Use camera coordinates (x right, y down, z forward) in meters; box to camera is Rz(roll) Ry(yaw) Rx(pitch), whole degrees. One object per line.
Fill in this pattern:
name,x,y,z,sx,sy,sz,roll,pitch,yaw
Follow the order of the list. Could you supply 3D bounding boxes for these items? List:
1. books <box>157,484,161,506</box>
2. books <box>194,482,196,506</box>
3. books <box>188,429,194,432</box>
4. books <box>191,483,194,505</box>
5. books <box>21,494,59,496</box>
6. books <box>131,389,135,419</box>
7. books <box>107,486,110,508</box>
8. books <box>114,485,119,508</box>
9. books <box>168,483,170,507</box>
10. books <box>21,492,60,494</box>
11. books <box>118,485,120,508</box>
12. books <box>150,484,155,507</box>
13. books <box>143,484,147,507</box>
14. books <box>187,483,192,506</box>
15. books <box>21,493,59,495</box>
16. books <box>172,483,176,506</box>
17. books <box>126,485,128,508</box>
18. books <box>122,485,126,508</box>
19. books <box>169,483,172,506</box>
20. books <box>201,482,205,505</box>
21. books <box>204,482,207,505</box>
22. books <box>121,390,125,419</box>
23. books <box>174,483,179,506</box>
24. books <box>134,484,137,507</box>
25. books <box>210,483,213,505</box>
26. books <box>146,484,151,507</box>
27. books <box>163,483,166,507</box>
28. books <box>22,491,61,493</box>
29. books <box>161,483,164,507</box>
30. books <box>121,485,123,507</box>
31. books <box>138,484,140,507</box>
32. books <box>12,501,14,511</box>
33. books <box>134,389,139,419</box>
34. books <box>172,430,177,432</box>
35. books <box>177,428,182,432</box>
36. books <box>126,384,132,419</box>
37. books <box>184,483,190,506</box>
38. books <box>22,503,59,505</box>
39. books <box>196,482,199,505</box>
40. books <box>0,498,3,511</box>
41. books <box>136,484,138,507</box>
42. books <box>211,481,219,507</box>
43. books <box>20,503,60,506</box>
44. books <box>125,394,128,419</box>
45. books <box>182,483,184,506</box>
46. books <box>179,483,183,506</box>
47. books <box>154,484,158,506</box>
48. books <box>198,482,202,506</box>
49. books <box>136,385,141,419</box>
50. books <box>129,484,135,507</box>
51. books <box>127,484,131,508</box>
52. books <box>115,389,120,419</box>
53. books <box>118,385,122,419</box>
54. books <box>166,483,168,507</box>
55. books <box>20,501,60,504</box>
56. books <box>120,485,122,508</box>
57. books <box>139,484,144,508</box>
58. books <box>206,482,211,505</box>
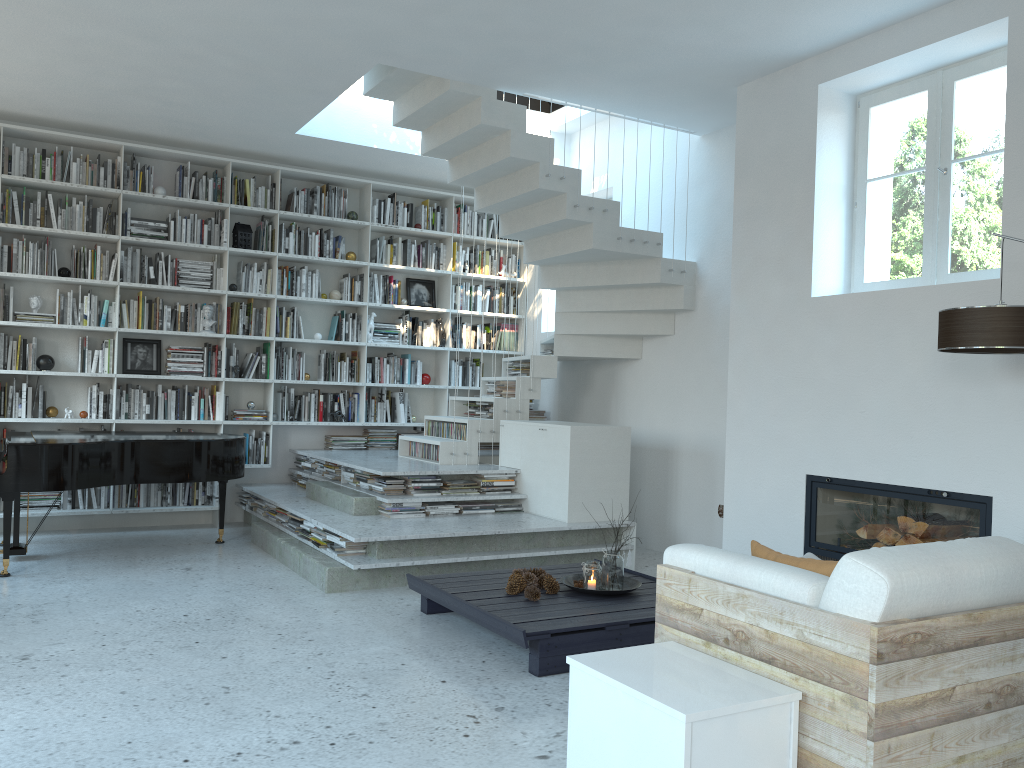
books,-2.972,0.918,7.451,0.024,0.203,0.144,2,0,-30
books,-2.721,0.900,7.577,0.011,0.258,0.171,2,0,-30
books,-2.722,0.531,7.506,0.015,0.293,0.169,2,0,-30
books,-2.746,0.909,7.580,0.028,0.239,0.140,2,0,-30
books,-3.736,0.872,7.012,0.285,0.005,0.159,2,-1,-32
books,-3.149,0.165,7.344,0.024,0.247,0.132,2,0,-30
books,-3.314,0.888,7.268,0.021,0.237,0.115,2,0,-30
books,-3.252,0.880,7.271,0.026,0.256,0.183,2,0,-30
books,-2.904,0.878,7.471,0.014,0.288,0.184,2,0,-30
books,-3.737,0.856,7.015,0.285,0.005,0.159,2,-1,-31
books,-3.234,0.859,7.281,0.014,0.301,0.184,2,0,-30
books,-3.021,0.900,7.425,0.030,0.234,0.138,2,0,-30
books,-3.075,0.917,7.405,0.030,0.197,0.143,2,0,-30
books,-2.751,0.869,7.549,0.013,0.317,0.186,2,0,-30
books,-3.737,0.861,7.015,0.285,0.005,0.159,2,-1,-29
books,-2.874,0.917,7.517,0.040,0.212,0.129,2,0,-30
books,-3.186,0.843,7.319,0.012,0.337,0.144,2,0,-30
books,-3.208,0.879,7.319,0.025,0.263,0.145,2,0,-30
books,-2.896,0.892,7.494,0.024,0.262,0.131,2,0,-30
books,-2.671,0.917,7.619,0.028,0.227,0.162,2,0,-30
books,-2.649,0.904,7.622,0.013,0.256,0.176,2,0,-30
books,-3.204,0.170,7.285,0.027,0.234,0.167,2,0,-30
books,-2.836,0.922,7.502,0.010,0.206,0.180,2,0,-30
books,-3.132,0.894,7.360,0.012,0.239,0.128,2,0,-30
books,-2.613,0.943,7.651,0.023,0.182,0.148,2,0,-30
books,-3.043,0.870,7.409,0.026,0.294,0.155,2,0,-30
books,-2.937,0.915,7.461,0.022,0.213,0.167,2,0,-30
books,-3.733,0.845,7.008,0.285,0.005,0.159,2,-1,-34
books,-2.949,0.878,7.449,0.013,0.285,0.185,2,0,-30
books,-3.227,0.881,7.319,0.010,0.259,0.131,2,0,-30
books,-3.113,0.887,7.376,0.012,0.255,0.150,2,0,-30
books,-3.901,0.870,6.921,0.027,0.227,0.139,2,0,-30
books,-3.118,0.167,7.341,0.027,0.245,0.179,2,0,-30
books,-2.841,0.531,7.449,0.012,0.285,0.159,2,0,-30
books,-2.800,0.523,7.456,0.013,0.303,0.181,2,0,-30
books,-3.173,0.143,7.336,0.027,0.290,0.140,2,0,-30
books,-2.775,0.901,7.532,0.044,0.251,0.187,2,0,-30
books,-3.733,0.939,7.010,0.254,0.007,0.161,2,-1,-34
books,-2.712,0.934,7.594,0.024,0.191,0.155,2,0,-30
books,-3.953,0.890,6.884,0.053,0.184,0.148,2,0,-30
books,-3.123,0.876,7.370,0.012,0.276,0.154,2,0,-30
books,-2.551,0.900,7.606,0.038,0.269,0.277,2,0,-30
books,-3.732,0.946,7.008,0.285,0.007,0.159,2,-1,-25
books,-3.188,0.183,7.309,0.024,0.208,0.170,2,0,-30
books,-2.803,0.880,7.527,0.011,0.292,0.184,2,0,-30
books,-2.821,0.920,7.516,0.029,0.210,0.170,2,0,-30
books,-2.995,0.888,7.439,0.028,0.261,0.132,2,0,-30
books,-2.687,0.928,7.597,0.022,0.205,0.191,2,0,-30
books,-3.098,0.150,7.348,0.013,0.282,0.166,2,0,-30
books,-3.148,0.889,7.354,0.022,0.247,0.143,2,0,-30
books,-3.167,0.856,7.331,0.034,0.311,0.170,2,0,-30
books,-3.246,0.164,7.281,0.029,0.244,0.154,2,0,-30
books,-3.225,0.148,7.285,0.011,0.275,0.146,2,0,-30
books,-2.915,0.854,7.462,0.014,0.336,0.182,2,0,-30
books,-3.735,0.931,7.014,0.285,0.007,0.159,2,-1,-28
books,-3.230,0.840,7.302,0.014,0.340,0.139,2,0,-30
books,-3.085,0.912,7.364,0.028,0.206,0.174,2,0,-30
books,-2.628,0.924,7.627,0.029,0.218,0.191,2,0,-30
